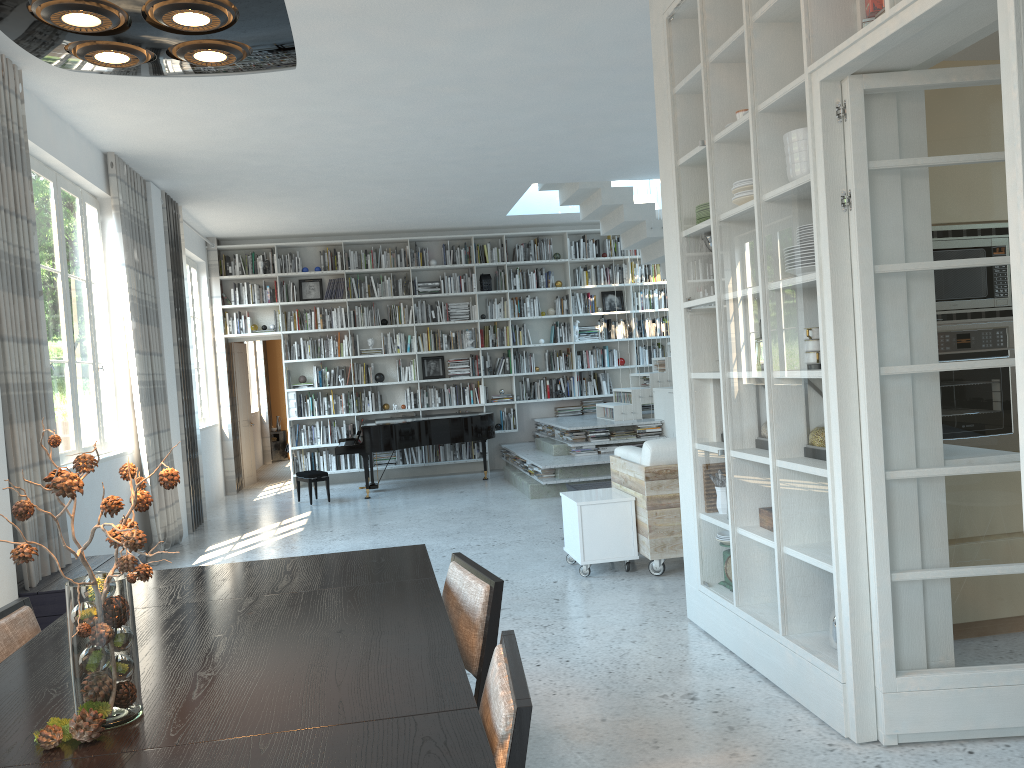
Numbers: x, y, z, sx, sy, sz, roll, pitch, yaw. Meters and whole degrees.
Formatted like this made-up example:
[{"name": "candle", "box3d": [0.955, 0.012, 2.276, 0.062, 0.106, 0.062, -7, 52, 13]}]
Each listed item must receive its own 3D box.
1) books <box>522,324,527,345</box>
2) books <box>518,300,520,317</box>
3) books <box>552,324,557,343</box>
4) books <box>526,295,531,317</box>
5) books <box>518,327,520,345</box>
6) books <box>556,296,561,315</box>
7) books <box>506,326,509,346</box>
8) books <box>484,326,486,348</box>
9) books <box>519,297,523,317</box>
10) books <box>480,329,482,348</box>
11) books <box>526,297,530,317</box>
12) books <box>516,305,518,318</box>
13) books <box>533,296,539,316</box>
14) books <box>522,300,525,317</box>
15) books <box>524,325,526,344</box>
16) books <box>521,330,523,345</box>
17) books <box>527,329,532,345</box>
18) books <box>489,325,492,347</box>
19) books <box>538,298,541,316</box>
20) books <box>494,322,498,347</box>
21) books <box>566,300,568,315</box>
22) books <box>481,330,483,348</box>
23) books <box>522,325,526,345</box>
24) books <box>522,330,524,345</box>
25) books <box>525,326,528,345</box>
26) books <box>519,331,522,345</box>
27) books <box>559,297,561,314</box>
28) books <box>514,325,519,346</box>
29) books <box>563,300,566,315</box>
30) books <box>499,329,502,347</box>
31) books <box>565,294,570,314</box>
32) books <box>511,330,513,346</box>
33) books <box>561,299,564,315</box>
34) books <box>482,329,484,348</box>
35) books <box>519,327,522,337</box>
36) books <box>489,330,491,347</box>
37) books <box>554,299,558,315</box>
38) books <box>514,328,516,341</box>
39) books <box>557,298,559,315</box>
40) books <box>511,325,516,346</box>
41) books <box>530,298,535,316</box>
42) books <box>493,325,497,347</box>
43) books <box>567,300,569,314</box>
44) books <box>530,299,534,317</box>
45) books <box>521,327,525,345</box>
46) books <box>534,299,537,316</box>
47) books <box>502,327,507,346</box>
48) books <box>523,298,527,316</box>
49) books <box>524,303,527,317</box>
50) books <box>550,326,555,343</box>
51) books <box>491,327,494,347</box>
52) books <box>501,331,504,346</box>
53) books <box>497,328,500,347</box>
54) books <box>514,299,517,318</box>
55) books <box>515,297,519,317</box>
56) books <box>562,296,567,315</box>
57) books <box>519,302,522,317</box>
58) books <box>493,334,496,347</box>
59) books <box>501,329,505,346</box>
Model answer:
[{"name": "books", "box3d": [0.168, -0.662, 11.917, 0.013, 0.287, 0.158, -4, 2, -9]}, {"name": "books", "box3d": [0.082, -0.999, 11.897, 0.013, 0.236, 0.157, -4, 2, -9]}, {"name": "books", "box3d": [0.578, -0.679, 11.979, 0.021, 0.264, 0.174, -4, 2, -9]}, {"name": "books", "box3d": [0.225, -1.039, 11.923, 0.027, 0.295, 0.159, -4, 2, -9]}, {"name": "books", "box3d": [0.083, -0.640, 11.908, 0.013, 0.256, 0.144, -4, 2, -9]}, {"name": "books", "box3d": [0.623, -1.053, 11.973, 0.015, 0.267, 0.164, -4, 2, -9]}, {"name": "books", "box3d": [-0.064, -0.636, 11.891, 0.033, 0.269, 0.141, -4, 2, -9]}, {"name": "books", "box3d": [-0.363, -0.626, 11.827, 0.035, 0.293, 0.145, -4, 2, -9]}, {"name": "books", "box3d": [0.122, -1.024, 11.885, 0.014, 0.280, 0.177, -4, 2, -9]}, {"name": "books", "box3d": [-0.426, -0.604, 11.834, 0.015, 0.255, 0.150, -4, 2, -9]}, {"name": "books", "box3d": [0.202, -1.021, 11.894, 0.030, 0.263, 0.182, -4, 2, -9]}, {"name": "books", "box3d": [0.053, -0.968, 11.896, 0.021, 0.179, 0.136, -4, 2, -9]}, {"name": "books", "box3d": [0.324, -1.034, 11.918, 0.024, 0.272, 0.169, -4, 2, -9]}, {"name": "books", "box3d": [0.140, -1.004, 11.894, 0.022, 0.237, 0.164, -4, 2, -9]}, {"name": "books", "box3d": [0.160, -0.654, 11.916, 0.006, 0.274, 0.167, -4, 2, -9]}, {"name": "books", "box3d": [0.123, -0.619, 11.910, 0.014, 0.209, 0.156, -4, 2, -9]}, {"name": "books", "box3d": [0.225, -0.626, 11.907, 0.051, 0.210, 0.176, -4, 2, -9]}, {"name": "books", "box3d": [-0.289, -0.632, 11.837, 0.019, 0.294, 0.163, -4, 2, -9]}, {"name": "books", "box3d": [0.359, -1.028, 11.947, 0.034, 0.254, 0.161, -4, 2, -9]}, {"name": "books", "box3d": [-0.215, -0.659, 11.853, 0.021, 0.338, 0.169, -4, 2, -9]}, {"name": "books", "box3d": [0.723, -1.029, 11.985, 0.013, 0.204, 0.173, -4, 2, -9]}, {"name": "books", "box3d": [-0.408, -0.599, 11.835, 0.014, 0.244, 0.145, -4, 2, -9]}, {"name": "books", "box3d": [0.155, -0.652, 11.909, 0.006, 0.270, 0.178, -4, 2, -9]}, {"name": "books", "box3d": [0.134, -0.621, 11.904, 0.007, 0.212, 0.158, -4, 2, -9]}, {"name": "books", "box3d": [0.190, -0.647, 11.929, 0.007, 0.254, 0.161, -4, 2, -9]}, {"name": "books", "box3d": [0.105, -0.609, 11.881, 0.017, 0.192, 0.191, -4, 1, -9]}, {"name": "books", "box3d": [0.638, -1.043, 11.987, 0.016, 0.244, 0.151, -4, 2, -9]}, {"name": "books", "box3d": [0.059, -0.649, 11.874, 0.013, 0.279, 0.191, -4, 2, -9]}, {"name": "books", "box3d": [0.694, -1.026, 11.991, 0.013, 0.202, 0.173, -4, 2, -9]}, {"name": "books", "box3d": [-0.168, -0.614, 11.840, 0.027, 0.242, 0.188, -4, 2, -9]}, {"name": "books", "box3d": [0.754, -1.068, 11.986, 0.005, 0.278, 0.182, -4, 2, -9]}, {"name": "books", "box3d": [-0.019, -0.664, 11.873, 0.006, 0.319, 0.164, -4, 2, -9]}, {"name": "books", "box3d": [0.665, -1.037, 11.993, 0.016, 0.228, 0.160, -4, 2, -9]}, {"name": "books", "box3d": [-0.395, -0.602, 11.849, 0.013, 0.247, 0.176, -4, 2, -9]}, {"name": "books", "box3d": [0.111, -0.635, 11.908, 0.008, 0.242, 0.169, -4, 2, -9]}, {"name": "books", "box3d": [-0.304, -0.600, 11.838, 0.015, 0.232, 0.180, -4, 2, -9]}, {"name": "books", "box3d": [0.591, -1.028, 11.986, 0.015, 0.220, 0.140, -4, 2, -9]}, {"name": "books", "box3d": [0.032, -0.631, 11.906, 0.007, 0.244, 0.145, -4, 2, -9]}, {"name": "books", "box3d": [0.610, -1.035, 11.984, 0.012, 0.232, 0.154, -4, 2, -9]}, {"name": "books", "box3d": [0.013, -0.651, 11.883, 0.035, 0.288, 0.191, -4, 2, -9]}, {"name": "books", "box3d": [0.275, -1.026, 11.937, 0.024, 0.262, 0.133, -4, 2, -9]}, {"name": "books", "box3d": [-0.223, -0.636, 11.833, 0.019, 0.293, 0.182, -4, 2, -9]}, {"name": "books", "box3d": [0.747, -1.031, 11.992, 0.012, 0.206, 0.169, -4, 2, -9]}, {"name": "books", "box3d": [0.255, -1.016, 11.913, 0.025, 0.245, 0.183, -4, 2, -9]}, {"name": "books", "box3d": [0.143, -0.638, 11.917, 0.017, 0.243, 0.132, -4, 2, -9]}, {"name": "books", "box3d": [0.301, -1.013, 11.927, 0.021, 0.232, 0.183, -4, 2, -9]}, {"name": "books", "box3d": [-0.099, -0.632, 11.873, 0.032, 0.266, 0.143, -4, 2, -9]}, {"name": "books", "box3d": [0.178, -1.017, 11.915, 0.011, 0.257, 0.131, -4, 2, -9]}, {"name": "books", "box3d": [0.163, -0.984, 11.907, 0.025, 0.194, 0.171, -4, 2, -9]}, {"name": "books", "box3d": [0.541, -0.664, 11.980, 0.056, 0.241, 0.153, -4, 2, -9]}, {"name": "books", "box3d": [-0.273, -0.626, 11.863, 0.035, 0.278, 0.139, -4, 2, -9]}, {"name": "books", "box3d": [-0.144, -0.597, 11.852, 0.034, 0.204, 0.181, -4, 2, -9]}, {"name": "books", "box3d": [-0.195, -0.618, 11.860, 0.033, 0.253, 0.174, -4, 2, -9]}, {"name": "books", "box3d": [0.035, -1.002, 11.880, 0.014, 0.248, 0.176, -4, 2, -9]}, {"name": "books", "box3d": [0.064, -1.022, 11.913, 0.014, 0.284, 0.135, -4, 2, -9]}, {"name": "books", "box3d": [0.708, -1.054, 11.983, 0.016, 0.257, 0.175, -4, 2, -9]}, {"name": "books", "box3d": [0.101, -0.990, 11.902, 0.026, 0.216, 0.161, -4, 2, -9]}, {"name": "books", "box3d": [-0.245, -0.579, 11.871, 0.030, 0.181, 0.131, -4, 2, -9]}, {"name": "books", "box3d": [-0.123, -0.617, 11.875, 0.028, 0.239, 0.145, -4, 2, -9]}]
